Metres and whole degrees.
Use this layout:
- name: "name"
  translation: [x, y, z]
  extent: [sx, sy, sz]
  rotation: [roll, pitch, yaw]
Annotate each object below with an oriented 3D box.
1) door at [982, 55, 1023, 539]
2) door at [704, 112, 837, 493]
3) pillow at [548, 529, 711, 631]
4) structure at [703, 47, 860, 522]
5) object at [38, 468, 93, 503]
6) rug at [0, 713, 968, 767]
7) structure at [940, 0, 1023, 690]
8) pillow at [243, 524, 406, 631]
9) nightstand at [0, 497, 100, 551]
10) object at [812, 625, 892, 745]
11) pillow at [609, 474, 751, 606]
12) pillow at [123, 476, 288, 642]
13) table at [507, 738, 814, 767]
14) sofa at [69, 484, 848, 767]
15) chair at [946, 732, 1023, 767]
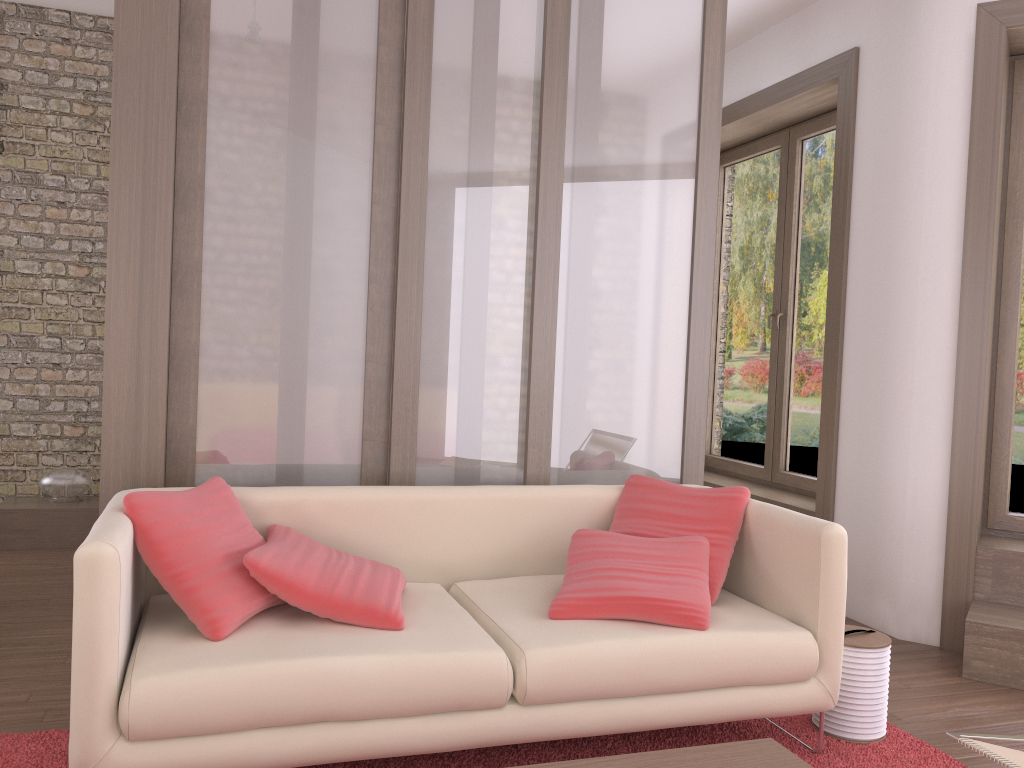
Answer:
- name: "door"
  translation: [3.077, -0.368, 3.771]
  extent: [1.800, 2.275, 0.142]
  rotation: [4, 2, 31]
- name: "door"
  translation: [1.696, -0.486, 5.593]
  extent: [0.117, 2.221, 1.750]
  rotation: [2, 2, -19]
- name: "pillow"
  translation: [0.396, 0.628, 2.887]
  extent: [0.507, 0.224, 0.467]
  rotation: [3, 2, 9]
- name: "structure"
  translation: [1.380, -0.315, 5.510]
  extent: [0.808, 2.881, 2.039]
  rotation: [2, 2, -19]
- name: "object"
  translation: [-2.714, 0.612, 5.395]
  extent: [0.296, 0.199, 0.211]
  rotation: [2, 2, -21]
- name: "rug"
  translation: [0.292, 1.190, 1.581]
  extent: [2.938, 0.016, 3.344]
  rotation: [2, 2, -19]
- name: "structure"
  translation: [2.891, -0.189, 3.479]
  extent: [2.039, 2.881, 0.845]
  rotation: [4, 2, 31]
- name: "pillow"
  translation: [-0.561, 0.591, 2.743]
  extent: [0.467, 0.224, 0.507]
  rotation: [2, 2, -6]
- name: "nightstand"
  translation: [-2.691, 0.833, 5.350]
  extent: [0.707, 0.240, 0.400]
  rotation: [2, 2, -19]
- name: "object"
  translation: [1.155, 1.011, 3.021]
  extent: [0.239, 0.341, 0.239]
  rotation: [3, 2, 13]
- name: "pillow"
  translation: [0.550, 0.543, 3.167]
  extent: [0.498, 0.377, 0.379]
  rotation: [4, 2, 31]
- name: "pillow"
  translation: [-0.877, 0.497, 2.634]
  extent: [0.379, 0.377, 0.498]
  rotation: [3, 2, 16]
- name: "table"
  translation: [0.317, 1.000, 1.492]
  extent: [0.850, 0.378, 0.850]
  rotation: [2, 2, -19]
- name: "sofa"
  translation: [-0.130, 0.758, 2.827]
  extent: [2.204, 0.751, 0.919]
  rotation: [2, 2, -19]
- name: "chair"
  translation: [1.539, 0.860, 1.918]
  extent: [0.853, 0.762, 0.739]
  rotation: [2, 2, -19]
